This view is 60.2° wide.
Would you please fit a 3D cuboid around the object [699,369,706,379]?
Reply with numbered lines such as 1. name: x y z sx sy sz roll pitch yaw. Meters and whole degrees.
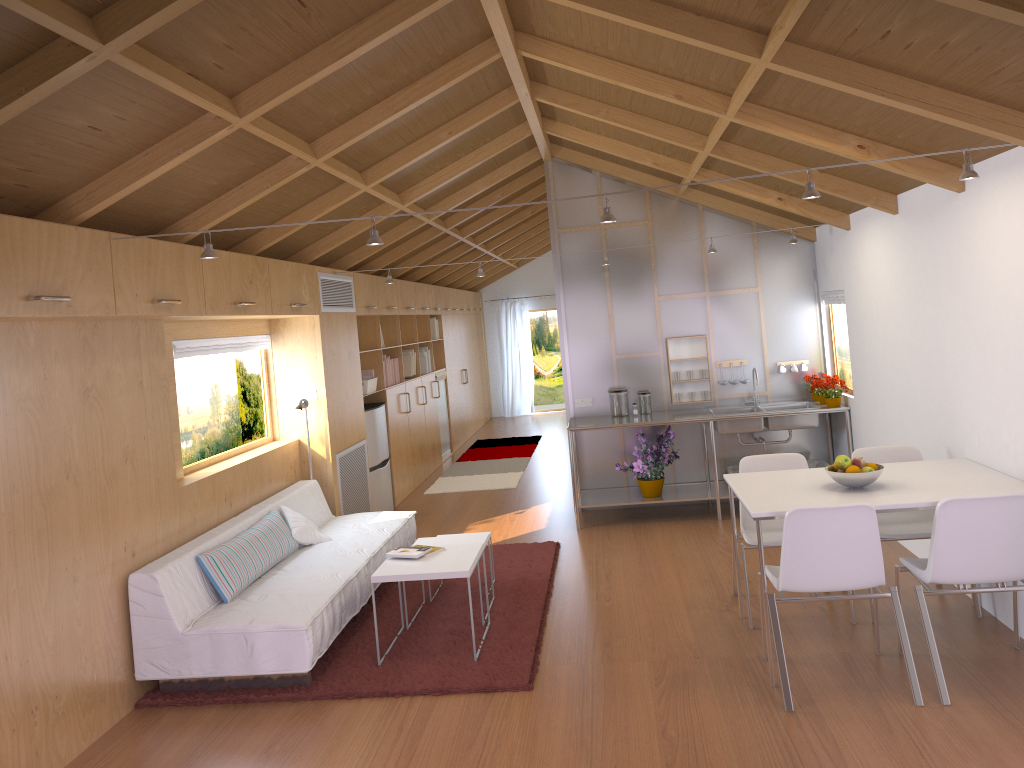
1. object: 1.564 -0.079 7.248 0.061 0.077 0.061 -5 1 -20

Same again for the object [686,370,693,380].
1. object: 1.462 -0.071 7.259 0.061 0.077 0.061 -5 1 -20

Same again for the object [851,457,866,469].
1. object: 1.576 0.363 4.022 0.063 0.067 0.062 -3 2 44

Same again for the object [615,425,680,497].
1. object: 1.078 0.603 6.911 0.525 0.553 0.351 -5 1 -3

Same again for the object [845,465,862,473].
1. object: 1.532 0.399 3.965 0.068 0.067 0.067 -6 2 -18

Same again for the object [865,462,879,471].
1. object: 1.636 0.392 4.032 0.068 0.066 0.067 -7 2 -40

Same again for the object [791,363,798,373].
1. object: 2.294 -0.130 7.187 0.059 0.081 0.062 -5 1 13

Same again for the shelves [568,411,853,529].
1. shelves: 1.532 0.631 6.978 2.090 0.753 0.633 -5 1 6

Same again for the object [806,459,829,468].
1. object: 2.296 0.702 6.829 0.298 0.159 0.415 -5 3 6

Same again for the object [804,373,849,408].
1. object: 2.431 0.043 6.866 0.233 0.235 0.690 -5 4 7

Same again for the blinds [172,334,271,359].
1. blinds: -1.873 -0.255 5.801 0.047 0.111 1.501 -5 4 6

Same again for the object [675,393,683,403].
1. object: 1.374 0.114 7.268 0.061 0.077 0.061 -5 1 18

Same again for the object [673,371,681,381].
1. object: 1.359 -0.063 7.270 0.061 0.077 0.061 -5 1 18

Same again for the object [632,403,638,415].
1. object: 0.997 0.200 7.158 0.037 0.092 0.037 -5 0 21

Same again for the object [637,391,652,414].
1. object: 1.091 0.156 7.245 0.113 0.177 0.113 -5 1 27

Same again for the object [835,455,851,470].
1. object: 1.500 0.356 4.007 0.070 0.069 0.077 -5 2 7

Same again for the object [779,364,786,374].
1. object: 2.202 -0.125 7.202 0.059 0.080 0.062 -5 1 6

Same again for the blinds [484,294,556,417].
1. blinds: 1.027 -0.552 15.134 2.845 2.037 0.233 -5 0 5

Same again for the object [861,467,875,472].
1. object: 1.599 0.406 3.974 0.070 0.069 0.077 -5 2 7

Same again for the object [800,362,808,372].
1. object: 2.372 -0.138 7.184 0.059 0.080 0.062 -5 1 6

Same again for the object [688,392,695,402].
1. object: 1.477 0.106 7.258 0.061 0.077 0.061 -5 1 -20

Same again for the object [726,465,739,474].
1. object: 1.845 0.738 6.876 0.298 0.159 0.415 -5 3 6

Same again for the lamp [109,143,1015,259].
1. lamp: 0.179 -0.715 3.599 3.825 0.153 0.072 -5 0 6

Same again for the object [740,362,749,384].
1. object: 1.893 -0.089 7.213 0.074 0.183 0.075 -5 0 38

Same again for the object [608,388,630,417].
1. object: 0.879 0.153 7.247 0.171 0.215 0.172 -5 1 20

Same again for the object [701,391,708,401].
1. object: 1.580 0.098 7.247 0.061 0.077 0.061 -5 1 -20

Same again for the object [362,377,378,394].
1. object: -1.329 0.022 7.866 0.203 0.122 0.350 -5 4 6

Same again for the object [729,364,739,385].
1. object: 1.808 -0.083 7.222 0.074 0.183 0.075 -5 0 38

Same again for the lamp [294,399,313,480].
1. lamp: -1.439 0.702 6.376 0.183 1.197 0.254 -5 0 -18

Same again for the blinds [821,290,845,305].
1. blinds: 2.488 -0.666 6.802 0.047 0.111 0.726 -5 4 6

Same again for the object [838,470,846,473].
1. object: 1.526 0.414 4.035 0.080 0.089 0.078 -6 2 -35

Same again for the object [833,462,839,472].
1. object: 1.527 0.382 4.102 0.068 0.067 0.067 -6 2 -18

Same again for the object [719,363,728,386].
1. object: 1.723 -0.076 7.230 0.074 0.183 0.075 -5 0 38

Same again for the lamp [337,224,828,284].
1. lamp: 0.508 -0.969 6.775 3.825 0.153 0.072 -5 0 6
